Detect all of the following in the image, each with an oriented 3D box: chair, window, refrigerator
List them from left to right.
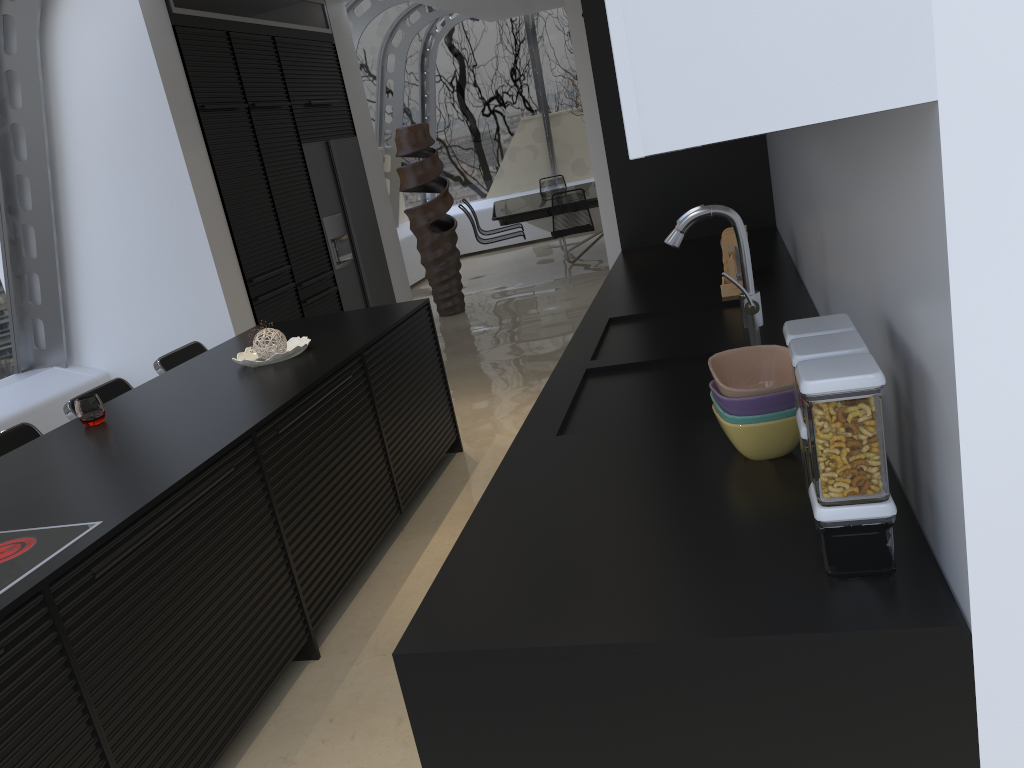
[{"bbox_3d":[-1.750,0.584,3.502,0.460,0.857,0.418,-7,16,16],"label":"chair"},{"bbox_3d":[-1.614,0.399,4.058,0.460,0.857,0.418,-7,16,16],"label":"chair"},{"bbox_3d":[-1.467,0.198,4.660,0.460,0.857,0.418,-7,16,16],"label":"chair"},{"bbox_3d":[-1.343,-1.077,7.205,0.234,1.742,1.006,-7,16,15],"label":"refrigerator"},{"bbox_3d":[-0.228,-1.878,10.244,0.688,0.519,0.446,-11,16,2],"label":"chair"},{"bbox_3d":[-0.238,-2.128,11.135,0.688,0.519,0.446,-11,16,2],"label":"chair"},{"bbox_3d":[0.582,-2.494,11.833,0.446,0.519,0.688,-11,16,2],"label":"chair"},{"bbox_3d":[0.609,-1.813,9.410,0.446,0.519,0.688,-11,16,2],"label":"chair"},{"bbox_3d":[3.895,-2.254,5.662,16.171,3.674,16.693,-9,16,8],"label":"window"}]

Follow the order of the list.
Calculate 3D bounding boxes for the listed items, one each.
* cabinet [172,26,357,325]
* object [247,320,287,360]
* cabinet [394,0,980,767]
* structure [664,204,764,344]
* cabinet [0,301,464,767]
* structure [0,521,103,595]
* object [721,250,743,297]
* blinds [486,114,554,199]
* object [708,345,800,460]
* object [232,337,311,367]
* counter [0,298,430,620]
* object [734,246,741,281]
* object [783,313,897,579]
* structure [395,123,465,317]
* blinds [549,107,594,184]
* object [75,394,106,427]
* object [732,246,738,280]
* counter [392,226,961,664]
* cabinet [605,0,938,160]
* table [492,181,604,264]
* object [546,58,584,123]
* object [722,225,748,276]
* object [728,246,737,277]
[{"bbox_3d":[-1.828,-1.179,6.643,0.831,2.558,2.252,-7,16,16],"label":"cabinet"},{"bbox_3d":[-1.049,-0.188,3.842,0.190,0.191,0.165,3,21,42],"label":"object"},{"bbox_3d":[0.626,-0.984,3.497,0.831,2.901,5.157,-7,16,15],"label":"cabinet"},{"bbox_3d":[0.589,-0.248,2.561,0.248,0.536,0.115,-8,16,14],"label":"structure"},{"bbox_3d":[-1.223,0.611,3.065,1.007,0.838,3.800,-7,16,15],"label":"cabinet"},{"bbox_3d":[-1.356,0.496,2.002,0.562,0.041,0.640,-7,16,15],"label":"structure"},{"bbox_3d":[0.831,-0.400,3.312,0.100,0.170,0.173,-7,16,17],"label":"object"},{"bbox_3d":[-0.271,-2.732,13.167,1.829,2.118,0.663,-11,16,2],"label":"blinds"},{"bbox_3d":[0.508,0.044,1.809,0.185,0.205,0.205,-11,16,3],"label":"object"},{"bbox_3d":[-1.035,-0.128,3.847,0.334,0.078,0.329,-11,16,3],"label":"object"},{"bbox_3d":[-1.306,0.207,2.951,1.006,0.018,3.800,-7,16,15],"label":"counter"},{"bbox_3d":[0.853,-0.425,3.330,0.019,0.196,0.022,-10,16,4],"label":"object"},{"bbox_3d":[0.524,0.085,1.431,0.113,0.315,0.365,-7,16,15],"label":"object"},{"bbox_3d":[-0.772,-1.562,8.583,0.493,1.843,0.498,-8,16,13],"label":"structure"},{"bbox_3d":[1.316,-3.514,12.797,1.430,1.027,0.329,-11,16,2],"label":"blinds"},{"bbox_3d":[-1.565,0.099,3.293,0.095,0.106,0.095,-8,16,13],"label":"object"},{"bbox_3d":[0.849,-0.426,3.340,0.020,0.196,0.018,-4,17,25],"label":"object"},{"bbox_3d":[0.594,-0.194,3.001,0.804,0.025,3.738,-7,16,15],"label":"counter"},{"bbox_3d":[0.646,-1.105,2.688,0.343,0.515,3.741,-7,16,15],"label":"cabinet"},{"bbox_3d":[1.327,-2.025,10.673,3.031,0.759,2.494,-11,16,2],"label":"table"},{"bbox_3d":[1.063,-3.059,10.195,1.135,1.549,1.031,-13,16,-5],"label":"object"},{"bbox_3d":[0.894,-0.503,3.531,0.104,0.223,0.200,-7,16,16],"label":"object"},{"bbox_3d":[0.840,-0.432,3.353,0.040,0.192,0.042,-23,19,-35],"label":"object"}]
